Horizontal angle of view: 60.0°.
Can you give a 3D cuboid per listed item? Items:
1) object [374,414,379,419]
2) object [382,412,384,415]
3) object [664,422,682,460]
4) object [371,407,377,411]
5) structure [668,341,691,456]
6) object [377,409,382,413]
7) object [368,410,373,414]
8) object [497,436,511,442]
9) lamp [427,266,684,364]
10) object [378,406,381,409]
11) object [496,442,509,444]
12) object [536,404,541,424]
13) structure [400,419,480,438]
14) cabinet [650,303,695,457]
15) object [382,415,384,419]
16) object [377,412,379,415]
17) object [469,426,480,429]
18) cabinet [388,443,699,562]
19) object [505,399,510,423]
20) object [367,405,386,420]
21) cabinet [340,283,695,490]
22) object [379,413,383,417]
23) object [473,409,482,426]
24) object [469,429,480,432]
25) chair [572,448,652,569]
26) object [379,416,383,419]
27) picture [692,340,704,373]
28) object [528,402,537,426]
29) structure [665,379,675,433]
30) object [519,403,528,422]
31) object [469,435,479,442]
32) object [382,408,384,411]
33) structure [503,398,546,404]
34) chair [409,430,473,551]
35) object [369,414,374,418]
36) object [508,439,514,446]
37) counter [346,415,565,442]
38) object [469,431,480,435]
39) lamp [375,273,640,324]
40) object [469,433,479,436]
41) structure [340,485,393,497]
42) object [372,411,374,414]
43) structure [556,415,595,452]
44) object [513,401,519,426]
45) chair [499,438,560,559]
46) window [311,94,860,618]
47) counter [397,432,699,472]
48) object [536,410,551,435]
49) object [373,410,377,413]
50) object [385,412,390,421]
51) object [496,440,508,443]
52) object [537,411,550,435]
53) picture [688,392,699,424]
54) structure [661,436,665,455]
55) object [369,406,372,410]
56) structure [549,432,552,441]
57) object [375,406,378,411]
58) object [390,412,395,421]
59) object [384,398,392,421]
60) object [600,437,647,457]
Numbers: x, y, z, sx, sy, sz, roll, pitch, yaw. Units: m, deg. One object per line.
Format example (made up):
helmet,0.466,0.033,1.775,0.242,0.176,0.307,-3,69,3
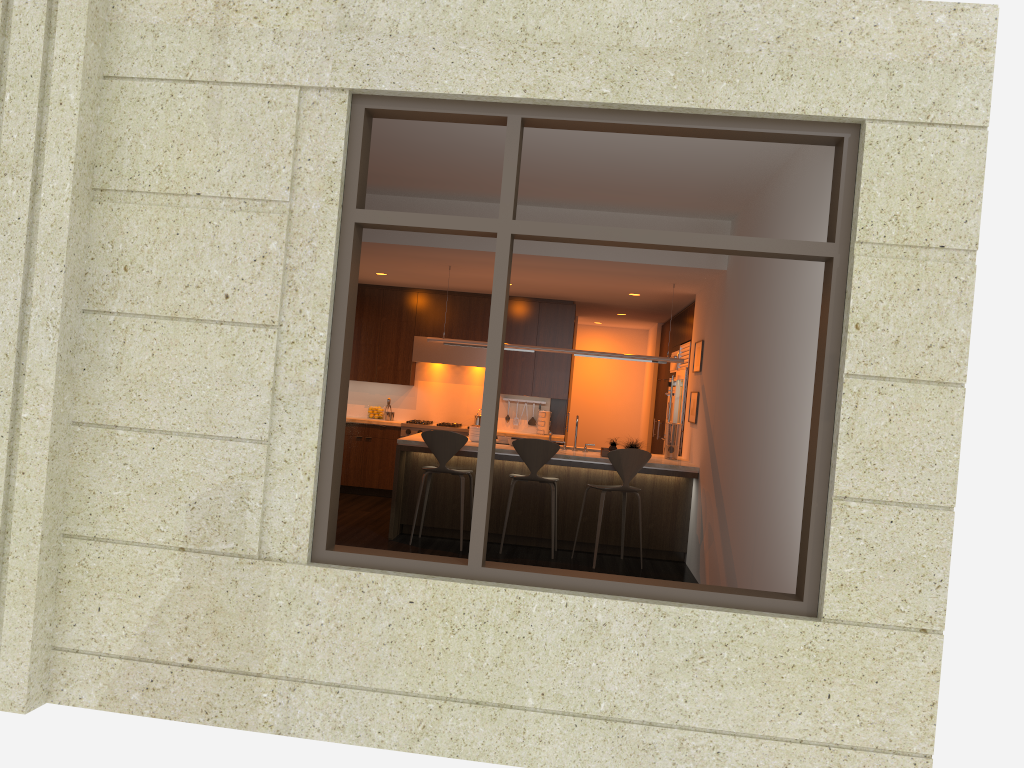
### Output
object,-1.707,0.411,11.172,0.064,0.063,0.074,5,0,-33
object,-1.651,0.382,11.231,0.051,0.055,0.061,5,0,16
object,1.551,0.553,8.581,0.159,0.349,0.159,5,0,-22
object,-1.737,0.312,11.162,0.063,0.051,0.053,5,0,-6
structure,2.124,0.630,9.968,0.687,2.129,0.915,5,0,4
object,-1.667,0.341,11.178,0.061,0.052,0.053,5,0,-40
object,-1.782,0.351,11.163,0.063,0.051,0.053,5,0,6
object,-0.077,0.549,8.687,0.139,0.059,0.138,5,0,30
lamp,0.440,-0.670,8.534,2.465,0.765,0.120,5,0,4
object,-1.688,0.314,11.289,0.059,0.060,0.050,5,0,37
object,-0.078,0.574,8.687,0.310,0.021,0.309,5,0,4
object,0.343,0.396,11.178,0.063,0.281,0.063,5,0,-19
structure,-0.774,0.510,11.008,1.067,0.422,0.824,5,0,4
cabinet,2.255,0.436,11.058,0.690,2.540,3.924,5,0,4
object,-1.652,0.417,11.288,0.053,0.052,0.062,5,0,-14
object,-1.680,0.375,11.223,0.051,0.053,0.062,5,0,-45
object,-0.345,0.441,8.565,0.140,0.062,0.139,5,0,13
cabinet,0.311,1.096,8.565,2.713,0.876,1.281,5,0,4
object,-0.047,0.343,11.203,0.061,0.296,0.020,5,0,3
object,-1.716,0.354,11.227,0.207,0.175,0.189,5,0,2
cabinet,-0.256,-0.018,9.328,5.521,2.997,7.728,5,0,4
object,-1.650,0.389,11.161,0.052,0.054,0.061,5,0,14
object,-0.380,0.418,11.121,0.221,0.218,0.221,5,0,-11
object,-0.347,0.462,8.565,0.140,0.064,0.139,5,0,-22
chair,0.902,1.063,7.778,0.520,1.047,0.506,5,0,-21
object,-1.658,0.417,11.202,0.063,0.053,0.051,5,0,45
picture,1.776,-0.261,8.475,0.012,0.298,0.493,5,0,4
object,0.268,0.375,11.200,0.112,0.303,0.036,5,0,4
structure,2.212,0.598,10.825,0.687,1.294,0.743,5,0,4
object,0.158,0.357,11.191,0.114,0.271,0.008,5,0,4
object,-0.353,0.530,8.565,0.140,0.059,0.139,5,0,-5
object,-1.651,0.331,11.234,0.051,0.053,0.063,5,0,-40
structure,0.157,0.215,11.199,0.541,0.031,0.048,5,0,7
chair,-0.606,0.930,7.997,0.520,1.047,0.506,5,0,9
object,-1.767,0.400,11.162,0.052,0.057,0.060,5,0,39
object,0.027,0.563,8.458,0.139,0.059,0.138,5,0,30
counter,-1.187,0.506,10.570,3.616,0.038,3.187,5,0,4
object,-0.348,0.484,8.565,0.140,0.062,0.139,5,0,4
lamp,-6.642,-1.764,11.731,16.431,0.171,5.868,5,0,4
object,-0.351,0.506,8.565,0.140,0.068,0.139,5,0,-13
structure,-1.217,0.970,10.632,3.400,0.862,3.060,5,0,4
object,-1.755,0.352,11.213,0.051,0.053,0.064,5,0,40
structure,0.645,0.477,8.586,0.310,0.341,0.321,5,0,42
object,0.059,0.368,11.199,0.066,0.314,0.004,5,0,4
chair,0.184,1.000,7.983,0.520,1.047,0.506,5,0,4
window,0.310,-0.160,4.117,2.310,2.201,0.152,5,0,5
counter,0.351,0.641,8.566,2.711,0.038,1.280,5,0,4
object,0.386,0.474,10.963,0.168,0.304,0.160,5,0,-42
object,-1.721,0.358,11.168,0.052,0.053,0.062,5,0,9
object,-1.547,0.402,11.020,0.060,0.106,0.060,5,0,36
object,-0.079,0.570,8.687,0.217,0.025,0.216,5,0,21
object,0.392,0.477,10.955,0.144,0.286,0.149,5,0,-14
picture,1.732,0.223,8.473,0.012,0.300,0.496,5,0,4
structure,1.871,0.925,10.846,0.064,0.544,0.710,5,0,4
object,-1.781,0.312,11.191,0.057,0.060,0.052,5,0,25
structure,0.368,0.543,8.571,0.050,0.161,0.067,5,0,4
object,-1.718,0.310,11.218,0.063,0.053,0.051,5,0,38
object,-1.502,0.406,11.096,0.060,0.106,0.060,5,0,36
object,-1.551,0.311,11.028,0.088,0.288,0.101,5,0,34
object,1.090,0.571,8.297,0.497,0.231,0.503,5,0,4
